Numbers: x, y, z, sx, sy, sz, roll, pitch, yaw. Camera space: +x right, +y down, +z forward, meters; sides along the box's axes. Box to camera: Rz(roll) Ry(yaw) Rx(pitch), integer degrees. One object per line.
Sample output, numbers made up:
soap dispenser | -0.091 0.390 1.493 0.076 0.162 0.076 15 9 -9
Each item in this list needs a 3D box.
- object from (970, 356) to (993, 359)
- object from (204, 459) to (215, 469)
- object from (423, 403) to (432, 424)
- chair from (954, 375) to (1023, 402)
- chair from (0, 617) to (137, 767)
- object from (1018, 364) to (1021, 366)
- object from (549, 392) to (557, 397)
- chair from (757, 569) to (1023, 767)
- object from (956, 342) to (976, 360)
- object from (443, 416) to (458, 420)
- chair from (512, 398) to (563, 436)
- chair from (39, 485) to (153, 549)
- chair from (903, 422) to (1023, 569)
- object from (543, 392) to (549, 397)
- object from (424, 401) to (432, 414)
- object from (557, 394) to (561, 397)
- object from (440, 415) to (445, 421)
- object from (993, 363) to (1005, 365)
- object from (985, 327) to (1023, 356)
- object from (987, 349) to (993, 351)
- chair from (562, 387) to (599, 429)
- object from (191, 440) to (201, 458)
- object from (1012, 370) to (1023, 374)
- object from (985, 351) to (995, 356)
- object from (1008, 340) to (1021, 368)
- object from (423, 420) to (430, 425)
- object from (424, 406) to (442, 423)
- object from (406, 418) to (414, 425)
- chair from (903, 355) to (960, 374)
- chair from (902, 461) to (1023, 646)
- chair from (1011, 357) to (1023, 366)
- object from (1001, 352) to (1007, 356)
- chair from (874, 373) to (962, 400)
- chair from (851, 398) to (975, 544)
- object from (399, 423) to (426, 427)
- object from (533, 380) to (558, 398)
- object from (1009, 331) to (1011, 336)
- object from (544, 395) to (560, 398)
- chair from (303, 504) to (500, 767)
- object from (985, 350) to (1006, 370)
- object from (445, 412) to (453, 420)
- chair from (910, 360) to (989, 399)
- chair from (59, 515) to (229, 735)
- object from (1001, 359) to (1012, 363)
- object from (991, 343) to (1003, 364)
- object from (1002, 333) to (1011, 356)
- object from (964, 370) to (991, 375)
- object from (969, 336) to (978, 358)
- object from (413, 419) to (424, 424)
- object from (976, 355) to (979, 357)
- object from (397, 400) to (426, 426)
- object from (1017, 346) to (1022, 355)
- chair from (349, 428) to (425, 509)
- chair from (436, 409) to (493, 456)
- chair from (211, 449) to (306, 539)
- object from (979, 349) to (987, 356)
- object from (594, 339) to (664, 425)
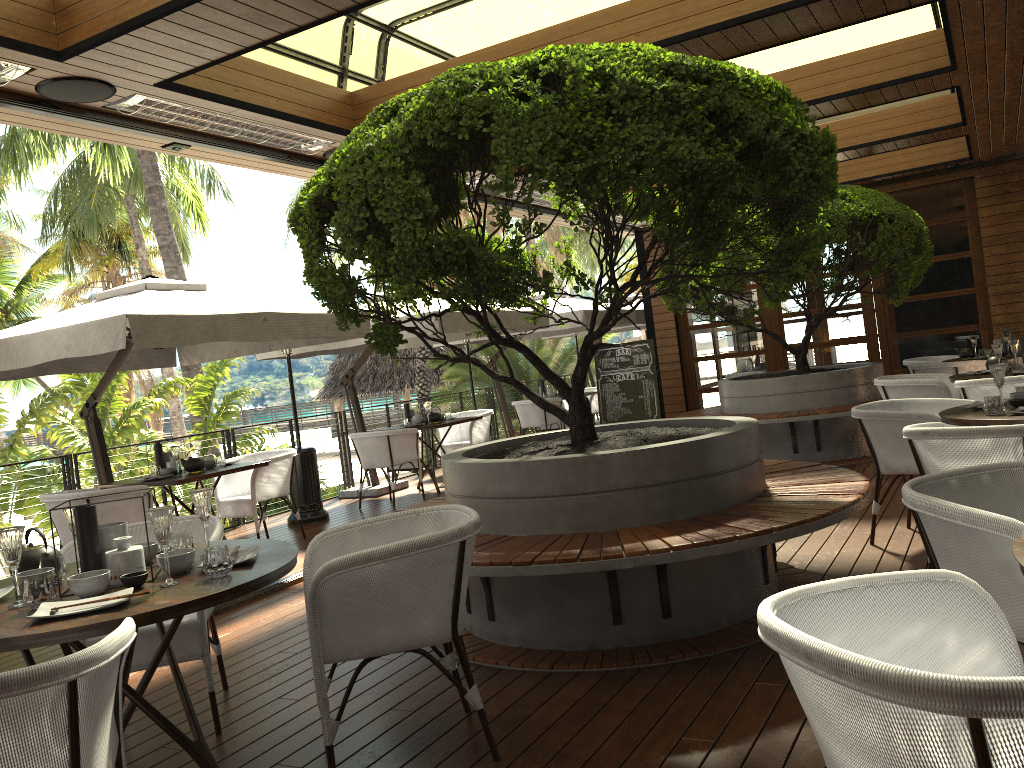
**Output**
object | 4.834 -0.272 9.043 0.170 0.025 0.294 -8 1 -21
object | -2.441 0.649 7.147 0.116 0.065 0.116 -7 1 28
object | -0.915 0.325 9.656 0.082 0.227 0.082 -7 0 18
chair | 3.486 0.322 6.203 0.627 0.788 0.617 -7 1 35
chair | -1.159 0.983 1.994 0.628 0.788 0.616 -7 0 -15
object | 4.223 -0.159 7.151 0.294 0.025 0.170 -6 1 33
object | 0.598 0.160 12.731 0.116 0.065 0.116 -7 1 33
chair | 0.795 0.750 1.465 0.617 0.788 0.627 -7 0 -15
object | 4.800 -0.353 9.362 0.163 0.179 0.168 -7 1 -23
object | -0.784 0.401 10.255 0.294 0.025 0.170 -6 1 29
chair | 0.371 0.589 12.266 0.627 0.788 0.617 -7 1 30
chair | -2.922 1.117 6.277 0.627 0.788 0.617 -7 1 30
chair | 2.110 0.539 3.876 0.617 0.788 0.627 -7 1 -40
object | 0.491 0.162 12.766 0.086 0.086 0.086 -7 1 34
object | -0.953 0.318 10.212 0.082 0.227 0.082 -7 0 30
object | 0.685 0.162 12.684 0.080 0.042 0.080 -7 1 20
object | -0.821 0.389 10.094 0.116 0.065 0.116 -7 1 28
object | 3.833 -0.127 6.936 0.116 0.065 0.116 -6 1 42
object | 5.160 -0.437 9.248 0.264 0.264 0.263 -7 1 -26
object | 5.110 -0.336 9.489 0.116 0.065 0.116 -6 1 40
chair | 1.139 0.467 13.613 0.627 0.788 0.617 -7 1 30
object | -2.574 0.578 7.265 0.082 0.227 0.082 -7 0 30
object | 3.816 -0.095 6.464 0.294 0.025 0.170 -6 1 33
object | 4.956 -0.310 9.166 0.116 0.065 0.116 -7 1 0
object | 4.025 -0.238 7.093 0.082 0.227 0.082 -7 0 22
object | -0.941 0.423 9.728 0.080 0.042 0.080 -7 1 -10
object | -0.869 0.341 9.883 0.163 0.179 0.168 -7 1 31
object | -1.134 0.422 9.810 0.086 0.086 0.086 -7 1 34
chair | 4.809 0.083 9.974 0.628 0.788 0.616 -7 1 -30
chair | 1.478 0.647 2.424 0.628 0.788 0.616 -7 0 -15
chair | 4.609 0.154 7.628 0.627 0.788 0.617 -7 1 35
object | 5.034 -0.307 9.093 0.080 0.042 0.080 -7 1 8
chair | 3.398 0.310 7.380 0.616 0.788 0.628 -7 1 35
chair | 2.327 0.489 5.035 0.628 0.788 0.616 -7 1 -40
object | -1.059 0.448 9.615 0.294 0.025 0.170 -6 1 29
object | 0.490 0.069 12.987 0.263 0.264 0.263 -7 1 -16
object | 5.329 -0.448 9.521 0.082 0.227 0.082 -7 0 -20
object | 0.566 0.188 12.571 0.294 0.025 0.170 -6 1 29
chair | -0.376 0.865 3.036 0.617 0.788 0.627 -7 0 -15
object | 3.911 -0.199 7.165 0.167 0.179 0.163 -7 1 40
object | -0.718 0.366 10.055 0.086 0.086 0.086 -7 1 34
chair | 4.395 0.156 8.871 0.617 0.788 0.627 -7 1 -30
chair | -1.463 0.988 3.630 0.628 0.788 0.616 -7 0 -15
object | 3.914 -0.149 7.015 0.086 0.086 0.086 -7 1 -2
object | 3.721 -0.194 6.778 0.082 0.227 0.082 -7 0 39
object | 5.027 -0.401 8.996 0.082 0.227 0.082 -7 0 -20
object | 3.666 -0.087 6.980 0.170 0.025 0.295 -6 1 38
object | 4.917 -0.395 9.422 0.082 0.227 0.082 -7 0 -37
object | -1.028 0.421 9.775 0.116 0.065 0.116 -7 1 28
object | 4.976 -0.302 9.611 0.295 0.025 0.170 -8 1 -26
object | -1.135 0.329 10.031 0.263 0.264 0.263 -7 1 -16
object | 5.137 -0.340 8.966 0.086 0.086 0.086 -7 1 24
chair | -1.307 0.858 9.214 0.627 0.788 0.617 -7 1 30
chair | -0.510 0.731 10.613 0.627 0.788 0.617 -7 1 30
chair | -2.154 0.995 7.624 0.627 0.788 0.617 -7 1 30
object | 4.931 -0.320 9.278 0.086 0.086 0.086 -7 1 29
object | 1.513 0.159 11.416 0.768 1.397 0.772 -7 0 13
